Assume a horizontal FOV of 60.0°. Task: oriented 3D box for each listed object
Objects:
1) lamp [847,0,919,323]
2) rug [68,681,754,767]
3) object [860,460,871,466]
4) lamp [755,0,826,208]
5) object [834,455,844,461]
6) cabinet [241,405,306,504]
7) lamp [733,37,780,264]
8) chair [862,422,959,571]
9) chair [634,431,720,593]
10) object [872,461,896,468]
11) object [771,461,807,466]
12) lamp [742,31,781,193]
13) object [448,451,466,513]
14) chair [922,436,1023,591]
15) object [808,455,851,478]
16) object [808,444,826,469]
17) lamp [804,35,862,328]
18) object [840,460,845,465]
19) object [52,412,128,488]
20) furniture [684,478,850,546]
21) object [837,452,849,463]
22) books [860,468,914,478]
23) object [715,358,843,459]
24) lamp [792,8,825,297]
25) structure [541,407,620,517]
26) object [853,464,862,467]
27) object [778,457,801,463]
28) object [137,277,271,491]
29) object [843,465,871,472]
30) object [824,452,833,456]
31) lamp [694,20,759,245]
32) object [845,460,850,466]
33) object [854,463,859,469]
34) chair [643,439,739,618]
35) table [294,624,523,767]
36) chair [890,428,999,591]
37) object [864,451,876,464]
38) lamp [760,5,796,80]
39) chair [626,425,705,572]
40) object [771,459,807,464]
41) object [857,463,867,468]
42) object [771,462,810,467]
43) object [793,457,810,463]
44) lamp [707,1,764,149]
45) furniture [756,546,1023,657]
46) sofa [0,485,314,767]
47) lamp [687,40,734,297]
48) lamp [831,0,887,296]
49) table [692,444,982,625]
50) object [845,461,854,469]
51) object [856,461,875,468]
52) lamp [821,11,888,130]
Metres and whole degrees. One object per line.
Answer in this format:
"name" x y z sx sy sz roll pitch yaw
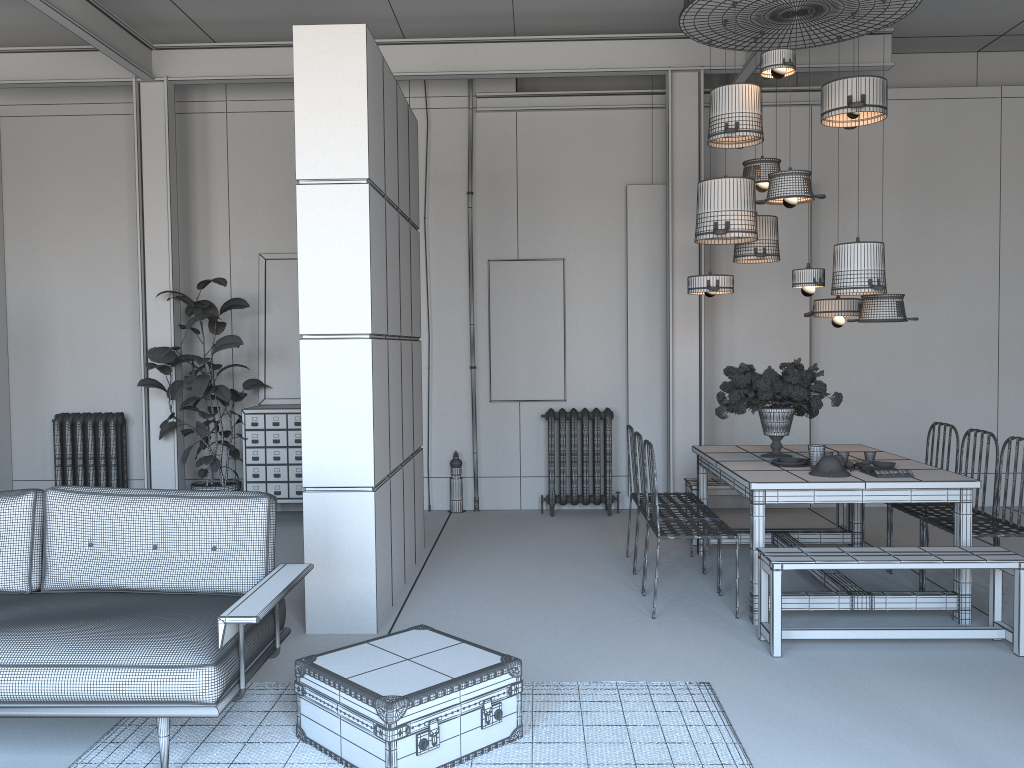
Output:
"lamp" 2.308 -1.389 5.517 0.359 2.004 0.301 -1 2 0
"rug" -0.388 1.418 3.102 2.524 0.007 1.961 -1 2 2
"object" 2.141 0.479 5.445 0.054 0.037 0.121 -2 3 -20
"lamp" 1.697 -1.727 5.410 0.359 1.306 0.301 -1 2 -5
"object" 1.962 0.461 5.330 0.065 0.064 0.065 -1 2 -13
"cabinet" -1.950 0.715 8.068 0.796 1.026 0.668 -1 2 2
"lamp" 1.709 -1.637 6.198 0.364 1.553 0.322 -3 3 -43
"chair" 2.761 0.757 6.161 0.488 0.975 0.474 -1 2 2
"chair" 1.048 0.796 5.710 0.488 0.975 0.474 -1 2 2
"object" 2.231 0.487 5.319 0.133 0.029 0.133 -3 3 -41
"object" 1.707 0.489 5.461 0.211 0.024 0.211 0 3 21
"lamp" 1.707 -1.861 6.074 0.301 1.094 0.359 0 3 20
"object" -0.511 0.947 8.331 0.173 0.647 0.206 1 3 37
"chair" 2.734 0.800 5.157 0.488 0.975 0.474 -1 2 2
"object" 1.808 0.510 5.054 0.236 0.211 0.260 0 3 20
"object" 1.811 0.436 5.271 0.102 0.146 0.102 -2 3 -33
"lamp" 2.278 -1.406 6.188 0.404 2.026 0.323 0 2 5
"object" 1.953 0.475 5.263 0.051 0.045 0.045 -2 3 -21
"object" -3.922 0.767 8.276 0.733 1.007 0.328 -1 2 2
"furniture" 1.995 0.989 6.913 1.260 0.478 0.300 -1 2 2
"object" 2.011 0.452 5.385 0.071 0.076 0.071 1 3 27
"books" 2.118 0.495 5.019 0.202 0.041 0.249 -1 2 0
"object" 1.717 0.156 5.860 0.782 0.654 0.697 -1 2 4
"lamp" 1.903 -1.477 5.688 0.253 1.831 0.202 1 3 40
"structure" 0.627 0.719 8.149 0.733 1.007 0.328 -1 2 2
"object" 2.048 0.484 5.293 0.021 0.019 0.174 -1 2 -1
"object" 1.717 0.476 5.485 0.135 0.029 0.135 -1 2 -6
"object" -2.688 0.162 7.708 0.868 2.157 1.270 -1 2 2
"object" 1.999 0.498 5.334 0.213 0.012 0.335 -2 3 -22
"object" 1.915 0.453 5.385 0.071 0.076 0.071 -1 2 -1
"lamp" 1.414 -1.672 5.862 0.470 1.447 0.415 -2 3 -28
"object" 2.007 0.470 5.282 0.044 0.050 0.043 0 3 19
"object" 2.060 0.486 5.301 0.024 0.015 0.249 0 3 21
"chair" 1.034 0.817 5.201 0.488 0.975 0.474 -1 2 2
"table" -0.391 1.248 3.516 0.706 0.330 0.667 -3 3 -43
"chair" 2.747 0.779 5.653 0.488 0.975 0.474 -1 2 2
"object" 2.218 0.457 5.495 0.071 0.076 0.071 -3 3 -41
"lamp" 1.575 -2.090 5.251 0.253 0.564 0.202 1 3 40
"chair" 1.062 0.775 6.206 0.488 0.975 0.474 -1 2 2
"object" 1.707 0.483 5.461 0.211 0.024 0.211 2 3 44
"object" 2.080 0.484 5.286 0.024 0.017 0.249 0 2 11
"object" 1.714 0.495 5.455 0.236 0.015 0.236 -2 3 -26
"object" 1.893 0.485 5.642 0.182 0.016 0.179 0 2 6
"lamp" 1.394 -1.947 5.535 0.392 0.870 0.346 -2 3 -28
"furniture" 1.901 1.093 4.476 1.260 0.478 0.300 -1 2 2
"sofa" -2.061 0.936 3.577 2.347 0.948 0.952 -1 2 2
"lamp" 1.398 -1.513 6.254 0.323 1.798 0.404 -2 3 -30
"lamp" 2.037 -1.452 5.200 0.312 1.845 0.352 1 3 27
"table" 1.932 0.897 5.681 1.239 0.819 1.784 -1 2 2
"object" 1.991 0.476 5.230 0.044 0.043 0.043 -2 3 -26
"object" 2.103 0.480 5.286 0.021 0.026 0.173 -1 2 -14
"lamp" 2.206 -2.050 5.721 0.403 0.687 0.505 -2 3 -20
